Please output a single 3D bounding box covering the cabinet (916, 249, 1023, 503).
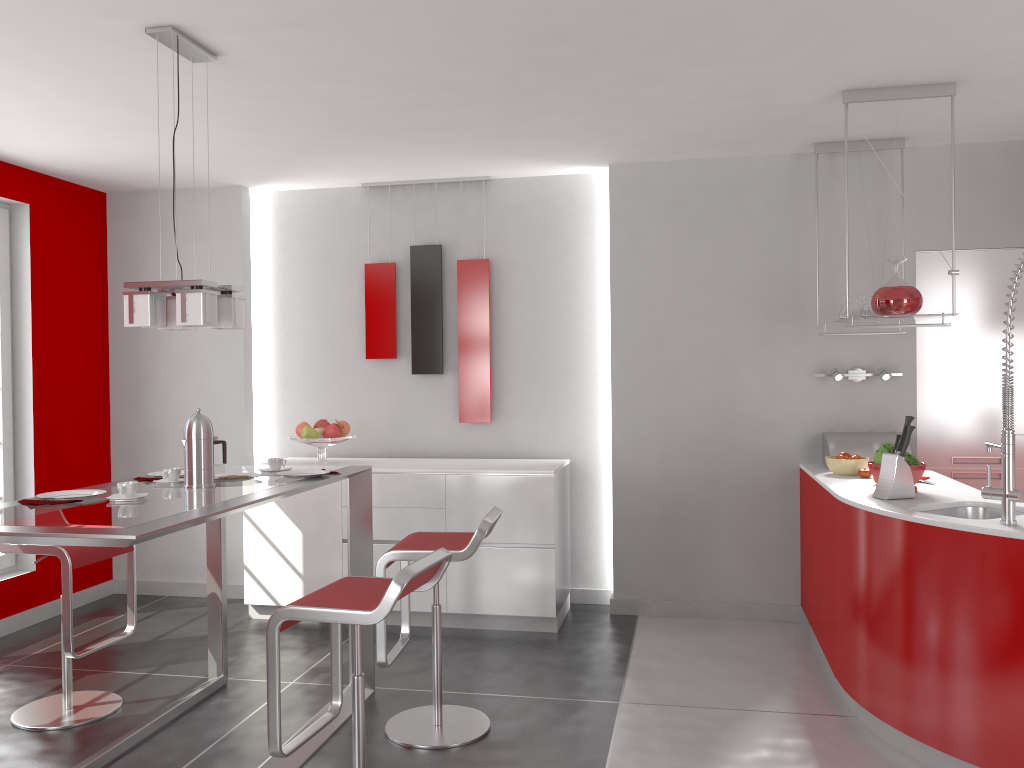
[{"bbox_3d":[3.429,0.287,4.866,2.398,2.026,0.614,-1,1,11],"label":"cabinet"}]

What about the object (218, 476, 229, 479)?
[{"bbox_3d":[-1.107,0.359,3.411,0.036,0.006,0.034,0,1,23],"label":"object"}]

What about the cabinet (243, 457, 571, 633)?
[{"bbox_3d":[-0.594,0.905,5.200,1.802,0.880,0.610,-1,1,11],"label":"cabinet"}]

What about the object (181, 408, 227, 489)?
[{"bbox_3d":[-1.132,0.229,3.239,0.113,0.287,0.149,0,1,19],"label":"object"}]

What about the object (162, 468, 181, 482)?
[{"bbox_3d":[-1.283,0.343,3.331,0.078,0.049,0.062,-1,1,-39],"label":"object"}]

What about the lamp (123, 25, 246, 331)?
[{"bbox_3d":[-1.176,-0.714,3.188,0.304,1.025,0.304,-1,1,11],"label":"lamp"}]

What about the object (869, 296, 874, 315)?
[{"bbox_3d":[1.823,-0.376,4.502,0.060,0.141,0.060,-1,1,11],"label":"object"}]

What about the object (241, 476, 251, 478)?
[{"bbox_3d":[-1.036,0.364,3.455,0.034,0.006,0.036,-1,1,11],"label":"object"}]

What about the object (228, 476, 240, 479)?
[{"bbox_3d":[-1.066,0.359,3.403,0.034,0.006,0.036,0,1,35],"label":"object"}]

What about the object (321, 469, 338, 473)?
[{"bbox_3d":[-0.797,0.359,3.650,0.234,0.012,0.095,-1,1,11],"label":"object"}]

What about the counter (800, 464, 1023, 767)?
[{"bbox_3d":[2.192,0.891,3.495,1.868,0.880,2.865,-1,1,-45],"label":"counter"}]

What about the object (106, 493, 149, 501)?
[{"bbox_3d":[-1.258,0.371,2.903,0.119,0.016,0.119,-1,1,-9],"label":"object"}]

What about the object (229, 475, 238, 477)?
[{"bbox_3d":[-1.085,0.358,3.446,0.036,0.006,0.034,-1,1,-42],"label":"object"}]

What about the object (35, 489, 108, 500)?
[{"bbox_3d":[-1.465,0.373,2.954,0.217,0.015,0.217,0,1,35],"label":"object"}]

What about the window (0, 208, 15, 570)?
[{"bbox_3d":[-2.961,0.029,4.618,0.117,2.038,0.938,-1,1,11],"label":"window"}]

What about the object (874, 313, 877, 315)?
[{"bbox_3d":[1.828,-0.375,4.402,0.060,0.141,0.060,-1,1,11],"label":"object"}]

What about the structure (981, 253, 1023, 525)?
[{"bbox_3d":[1.694,0.002,2.959,0.178,0.920,0.308,-1,1,-35],"label":"structure"}]

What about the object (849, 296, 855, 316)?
[{"bbox_3d":[1.720,-0.375,4.515,0.060,0.141,0.060,-1,1,-12],"label":"object"}]

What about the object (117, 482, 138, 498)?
[{"bbox_3d":[-1.262,0.348,2.897,0.062,0.049,0.078,0,1,34],"label":"object"}]

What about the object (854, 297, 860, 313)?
[{"bbox_3d":[1.785,-0.376,4.585,0.060,0.141,0.060,-1,1,11],"label":"object"}]

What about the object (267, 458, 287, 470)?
[{"bbox_3d":[-0.984,0.335,3.699,0.062,0.049,0.078,-1,1,11],"label":"object"}]

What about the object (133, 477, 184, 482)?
[{"bbox_3d":[-1.381,0.368,3.424,0.234,0.012,0.095,-1,1,10],"label":"object"}]

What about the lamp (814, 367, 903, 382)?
[{"bbox_3d":[1.873,-0.049,4.785,0.454,0.081,0.155,-1,1,11],"label":"lamp"}]

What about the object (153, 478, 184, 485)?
[{"bbox_3d":[-1.276,0.367,3.336,0.119,0.016,0.119,-1,1,9],"label":"object"}]

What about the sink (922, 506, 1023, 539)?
[{"bbox_3d":[1.691,0.565,3.241,0.428,0.172,0.326,-1,1,-28],"label":"sink"}]

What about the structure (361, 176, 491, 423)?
[{"bbox_3d":[-0.530,-0.511,5.501,0.820,1.503,0.040,-1,1,11],"label":"structure"}]

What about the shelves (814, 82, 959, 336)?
[{"bbox_3d":[1.745,-0.762,4.229,0.462,1.023,0.934,-1,1,11],"label":"shelves"}]

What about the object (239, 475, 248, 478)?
[{"bbox_3d":[-1.043,0.358,3.438,0.036,0.006,0.034,-1,1,0],"label":"object"}]

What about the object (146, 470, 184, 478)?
[{"bbox_3d":[-1.351,0.364,3.559,0.217,0.015,0.217,-1,1,-13],"label":"object"}]

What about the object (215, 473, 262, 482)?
[{"bbox_3d":[-1.079,0.363,3.433,0.217,0.015,0.217,-1,1,-41],"label":"object"}]

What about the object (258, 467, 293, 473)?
[{"bbox_3d":[-0.985,0.359,3.692,0.119,0.016,0.119,0,1,31],"label":"object"}]

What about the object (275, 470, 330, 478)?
[{"bbox_3d":[-0.830,0.359,3.516,0.217,0.015,0.217,-1,1,-42],"label":"object"}]
